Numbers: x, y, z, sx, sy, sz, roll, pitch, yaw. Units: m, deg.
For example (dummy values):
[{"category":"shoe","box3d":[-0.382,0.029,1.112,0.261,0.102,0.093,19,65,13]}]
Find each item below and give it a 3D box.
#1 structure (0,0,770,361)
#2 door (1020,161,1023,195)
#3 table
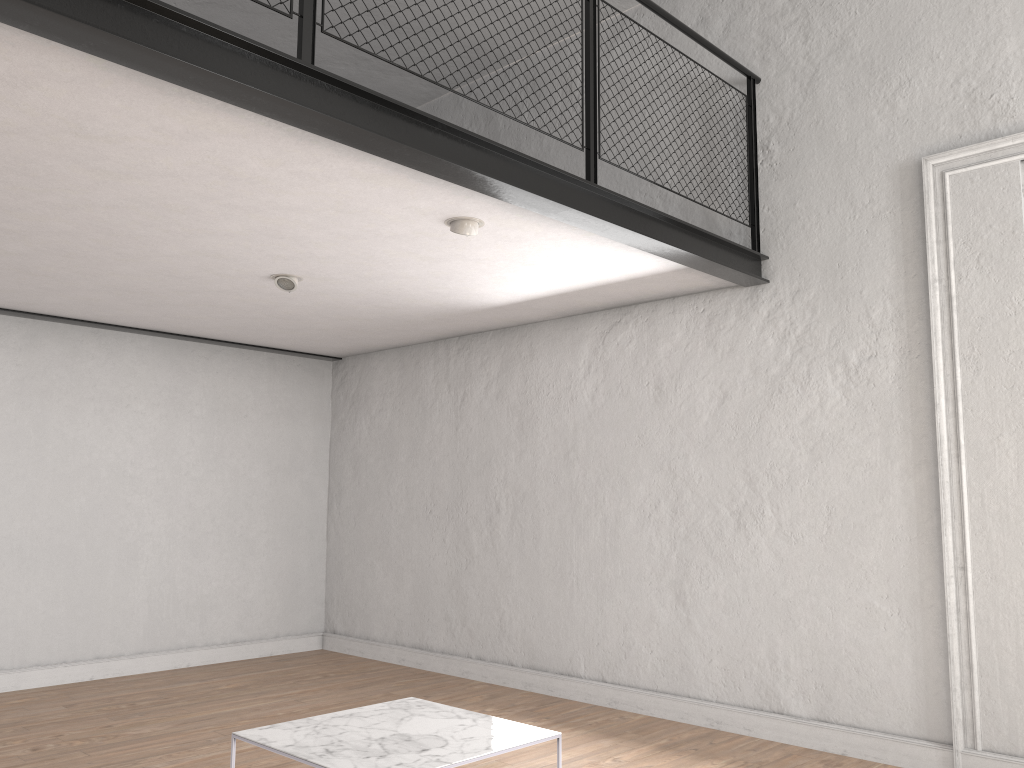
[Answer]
[{"category":"structure","box3d":[-2.115,-1.276,4.294,4.160,1.212,5.930,-7,-10,43]},{"category":"door","box3d":[2.550,0.343,3.805,0.216,2.811,1.097,7,-10,-44]},{"category":"table","box3d":[-0.419,1.466,3.211,0.849,0.391,0.850,-7,-10,43]}]
